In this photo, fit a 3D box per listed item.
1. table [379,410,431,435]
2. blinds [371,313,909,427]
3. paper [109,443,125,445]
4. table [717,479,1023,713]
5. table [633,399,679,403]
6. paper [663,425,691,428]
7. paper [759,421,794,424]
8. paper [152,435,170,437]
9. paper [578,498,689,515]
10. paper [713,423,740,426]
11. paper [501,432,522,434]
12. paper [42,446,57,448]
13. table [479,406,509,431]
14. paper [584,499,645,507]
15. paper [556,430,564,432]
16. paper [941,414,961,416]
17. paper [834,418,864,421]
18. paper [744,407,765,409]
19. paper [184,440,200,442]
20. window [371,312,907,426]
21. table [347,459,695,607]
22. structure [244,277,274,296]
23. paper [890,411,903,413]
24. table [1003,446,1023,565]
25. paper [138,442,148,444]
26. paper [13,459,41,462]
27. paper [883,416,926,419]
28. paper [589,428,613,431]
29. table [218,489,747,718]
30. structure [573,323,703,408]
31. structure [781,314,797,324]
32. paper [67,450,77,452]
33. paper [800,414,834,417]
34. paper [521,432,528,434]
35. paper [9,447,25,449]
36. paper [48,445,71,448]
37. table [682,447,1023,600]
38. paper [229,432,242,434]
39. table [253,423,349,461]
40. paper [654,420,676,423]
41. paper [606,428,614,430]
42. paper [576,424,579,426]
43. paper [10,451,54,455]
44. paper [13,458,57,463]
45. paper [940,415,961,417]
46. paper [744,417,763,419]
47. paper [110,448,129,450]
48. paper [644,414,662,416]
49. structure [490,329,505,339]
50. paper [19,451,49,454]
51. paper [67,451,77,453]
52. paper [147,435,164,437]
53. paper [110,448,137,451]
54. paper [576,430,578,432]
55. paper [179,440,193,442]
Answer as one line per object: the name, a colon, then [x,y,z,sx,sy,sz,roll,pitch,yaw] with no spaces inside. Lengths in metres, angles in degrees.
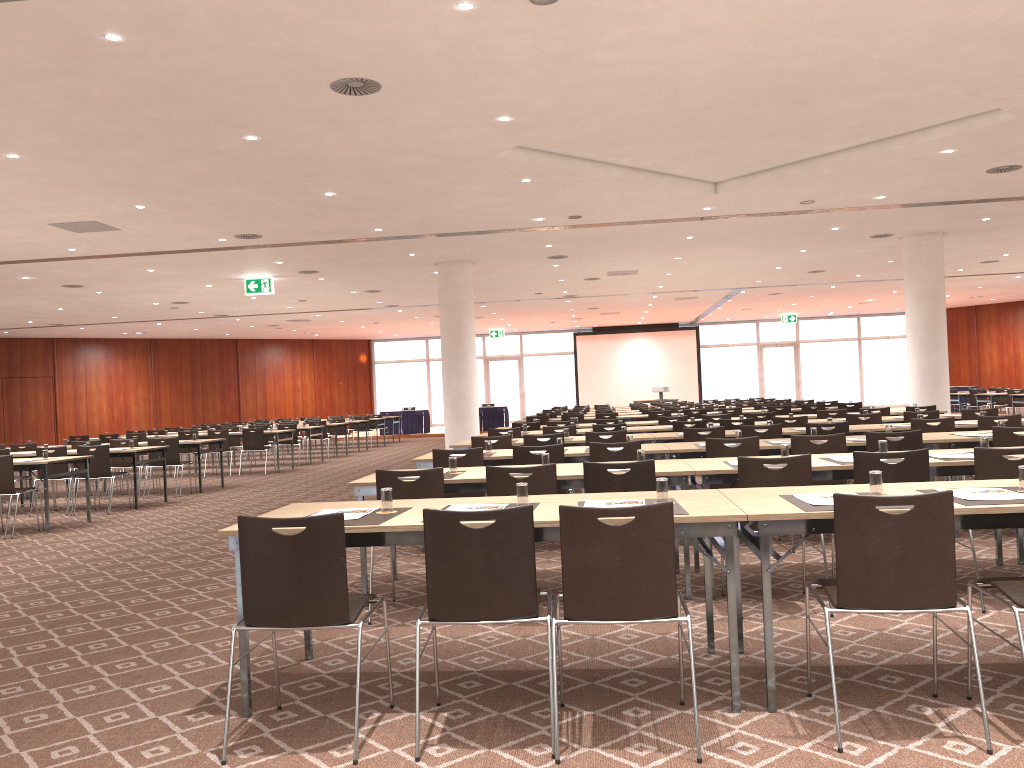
table: [-3.810,1.367,31.458,1.712,0.832,1.041,-3,0,6]
blinds: [5.318,-0.478,37.109,22.853,3.816,0.115,-3,0,6]
paper: [-6.730,1.011,14.794,0.460,0.003,0.565,-3,-1,3]
table: [2.163,0.905,4.017,2.267,0.833,0.953,-3,0,6]
table: [4.967,0.962,30.608,1.539,0.832,0.953,-3,0,6]
paper: [2.284,0.572,11.879,0.460,0.003,0.565,-3,-1,3]
paper: [3.548,0.514,11.775,0.460,0.003,0.565,-3,-1,5]
paper: [-7.344,1.080,18.389,0.460,0.003,0.565,-3,-1,7]
paper: [0.533,0.561,4.022,0.460,0.003,0.565,-3,-1,3]
paper: [2.914,0.543,11.816,0.460,0.003,0.565,-3,-1,7]
paper: [-0.018,0.675,12.193,0.283,0.006,0.398,-3,-1,8]
paper: [-7.765,1.056,14.964,0.283,0.006,0.398,-3,-1,7]
table: [-0.982,1.236,31.179,1.712,0.832,1.041,-3,0,6]
paper: [0.474,0.560,4.107,0.283,0.006,0.398,-3,-1,8]
paper: [0.587,0.647,12.129,0.283,0.006,0.398,-3,-1,6]
paper: [5.799,0.407,11.613,0.283,0.006,0.398,-3,-1,7]
paper: [4.530,0.468,11.660,0.460,0.003,0.565,-3,-1,5]
paper: [5.264,0.521,19.123,0.460,0.003,0.565,-3,-1,6]
paper: [-5.462,0.953,14.682,0.460,0.003,0.565,-3,-1,3]
window: [5.371,-0.506,37.328,22.962,3.872,0.217,-3,0,6]
table: [0.103,1.024,6.230,2.267,0.833,0.953,-3,0,6]
structure: [-5.208,-2.016,18.283,0.587,0.346,0.105,-3,0,6]
paper: [5.993,0.424,13.551,0.460,0.003,0.565,-3,-1,7]
table: [4.616,0.815,5.785,2.267,0.833,0.953,-3,0,6]
paper: [-6.139,0.981,14.776,0.283,0.006,0.398,-3,-1,8]
paper: [-5.877,0.922,10.732,0.283,0.006,0.398,-3,-1,4]
paper: [5.196,0.438,11.623,0.460,0.003,0.565,-3,-1,5]
paper: [1.289,0.618,11.984,0.460,0.003,0.565,-3,-1,2]
table: [-0.093,1.010,4.240,2.267,0.833,0.953,-3,0,6]
structure: [5.189,-0.689,36.740,5.158,3.525,0.395,-3,0,6]
structure: [10.845,-2.550,34.724,0.587,0.346,0.105,-3,0,6]
paper: [-6.329,0.967,12.817,0.283,0.006,0.398,-3,-1,5]
paper: [4.730,0.482,13.666,0.460,0.003,0.565,-3,-1,7]
paper: [0.003,0.678,12.138,0.460,0.003,0.565,-3,-1,4]
paper: [-8.395,1.085,15.032,0.283,0.006,0.398,-3,-1,4]
paper: [-7.733,1.058,14.907,0.460,0.003,0.565,-3,-1,6]
table: [2.360,0.919,6.007,2.267,0.833,0.953,-3,0,6]
paper: [-5.759,1.007,18.231,0.460,0.003,0.565,-3,-1,3]
table: [-5.334,1.453,22.342,2.267,0.833,0.953,-3,0,6]
paper: [2.460,0.587,13.883,0.460,0.003,0.565,-3,-1,9]
paper: [1.247,0.617,12.060,0.283,0.006,0.398,-3,-1,6]
paper: [0.835,0.662,14.053,0.460,0.003,0.565,-3,-1,4]
paper: [-6.917,0.997,12.778,0.460,0.003,0.565,-3,-1,6]
paper: [-5.858,0.925,10.693,0.460,0.003,0.565,-3,-1,5]
paper: [5.799,0.410,11.521,0.460,0.003,0.565,-3,-1,6]
paper: [3.775,0.526,13.745,0.460,0.003,0.565,-3,-1,7]
paper: [-5.677,0.937,12.748,0.283,0.006,0.398,-3,-1,5]
paper: [2.829,0.610,17.360,0.460,0.003,0.565,-3,-1,6]
structure: [-0.605,-2.021,35.854,0.587,0.346,0.105,-3,0,6]
paper: [-6.972,0.996,12.884,0.283,0.006,0.398,-3,-1,7]
paper: [-6.320,0.969,12.751,0.460,0.003,0.565,-3,-1,3]
paper: [-7.437,1.081,18.422,0.283,0.006,0.398,-3,-1,6]
paper: [-5.656,0.939,12.694,0.460,0.003,0.565,-3,-1,5]
paper: [0.669,0.647,12.058,0.460,0.003,0.565,-3,-1,5]
paper: [-5.519,0.952,14.718,0.283,0.006,0.398,-3,-1,5]
